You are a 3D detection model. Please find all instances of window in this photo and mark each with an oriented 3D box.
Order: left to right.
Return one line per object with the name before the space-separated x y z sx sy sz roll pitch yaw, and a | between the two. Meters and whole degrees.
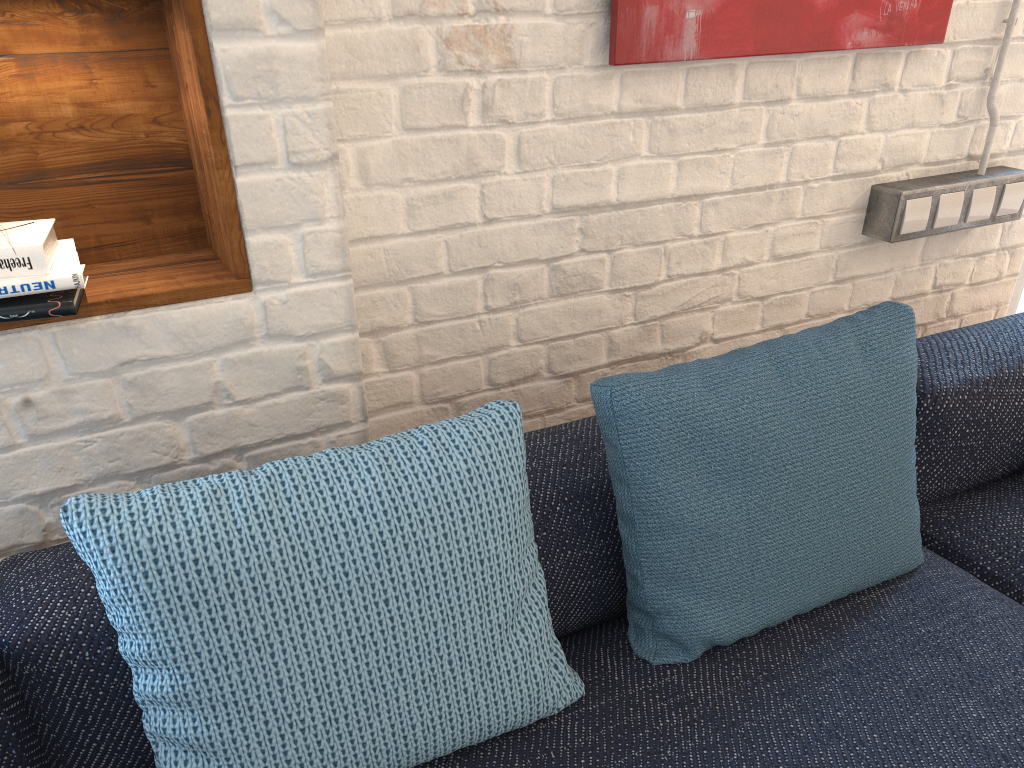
window | 2.765 -3.145 1.657 12.135 6.922 0.606 -13 33 -22

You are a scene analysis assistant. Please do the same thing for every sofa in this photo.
sofa | 0.247 0.757 0.723 3.885 0.717 1.952 -13 29 -23

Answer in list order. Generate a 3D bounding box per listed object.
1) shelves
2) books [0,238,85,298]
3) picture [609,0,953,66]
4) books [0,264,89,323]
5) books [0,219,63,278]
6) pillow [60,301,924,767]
shelves | -0.697 -0.650 0.763 0.757 1.536 0.180 -14 33 -22
books | -0.651 -0.132 1.054 0.233 0.020 0.160 -12 28 -22
picture | 0.483 -1.023 1.263 0.732 1.034 0.018 -14 33 -22
books | -0.658 -0.103 1.058 0.250 0.018 0.151 -8 27 -15
books | -0.658 -0.156 1.038 0.204 0.037 0.123 -8 27 -15
pillow | 0.102 0.199 1.162 1.191 0.451 0.238 -13 32 -23
